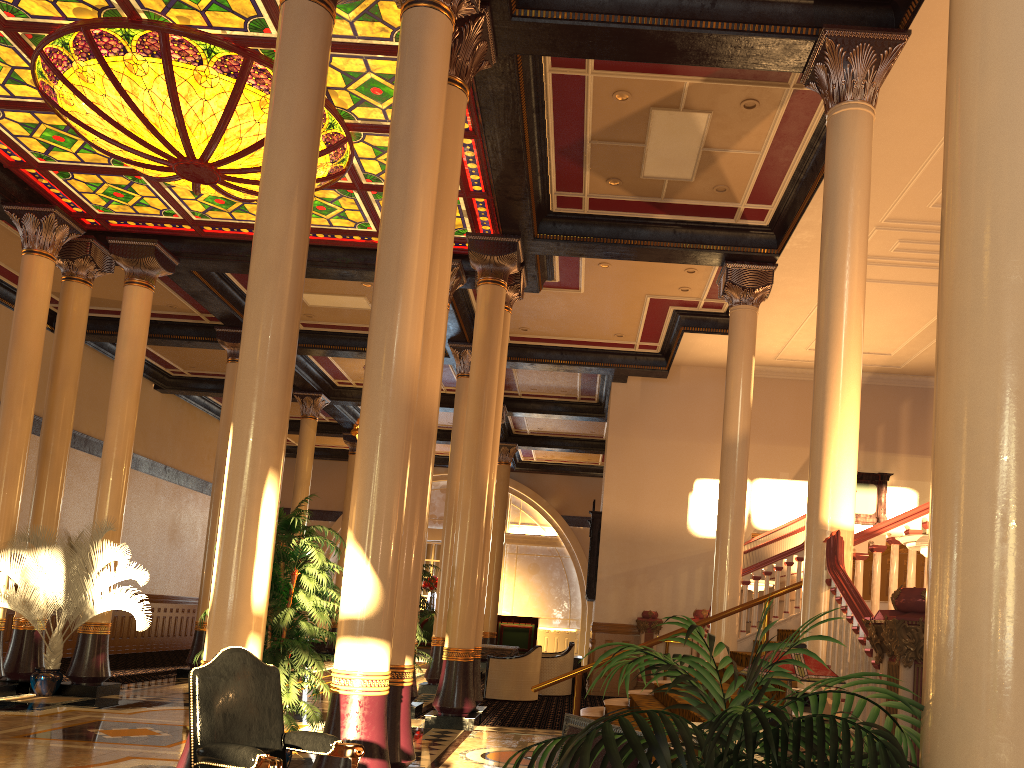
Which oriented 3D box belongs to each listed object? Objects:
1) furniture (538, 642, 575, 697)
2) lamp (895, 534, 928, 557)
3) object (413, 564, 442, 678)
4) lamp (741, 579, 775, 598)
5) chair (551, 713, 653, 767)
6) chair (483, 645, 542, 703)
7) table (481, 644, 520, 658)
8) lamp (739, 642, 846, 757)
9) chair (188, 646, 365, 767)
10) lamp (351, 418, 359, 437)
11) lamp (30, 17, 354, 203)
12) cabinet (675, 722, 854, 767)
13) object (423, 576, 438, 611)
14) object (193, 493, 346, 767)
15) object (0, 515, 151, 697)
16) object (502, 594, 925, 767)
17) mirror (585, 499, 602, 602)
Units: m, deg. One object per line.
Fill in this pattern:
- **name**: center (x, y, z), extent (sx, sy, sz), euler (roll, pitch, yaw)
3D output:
- **furniture**: center (0.735, 5.261, 16.181), extent (0.804, 0.926, 2.231), euler (3, -14, 4)
- **lamp**: center (2.740, 2.001, 5.618), extent (0.565, 1.979, 0.605), euler (2, -7, 21)
- **object**: center (-1.409, 2.952, 10.392), extent (1.052, 2.115, 1.084), euler (5, -8, -9)
- **lamp**: center (3.135, 3.578, 11.364), extent (0.596, 1.979, 0.575), euler (6, -7, -15)
- **chair**: center (0.068, 1.750, 3.291), extent (0.671, 0.904, 0.670), euler (9, -10, -27)
- **chair**: center (0.072, 4.690, 14.164), extent (0.749, 0.897, 1.004), euler (0, -11, 23)
- **table**: center (-0.488, 5.096, 15.618), extent (1.102, 0.759, 1.682), euler (3, -13, 3)
- **lamp**: center (1.056, 1.197, 3.314), extent (0.319, 0.412, 0.325), euler (4, -9, -1)
- **chair**: center (-1.045, 1.753, 3.899), extent (0.727, 1.080, 0.772), euler (1, -9, 17)
- **lamp**: center (-2.647, 0.679, 17.757), extent (1.196, 1.875, 1.208), euler (5, -8, -3)
- **lamp**: center (-3.159, -2.418, 8.812), extent (2.994, 0.591, 3.078), euler (4, -15, 0)
- **cabinet**: center (0.985, 1.916, 3.585), extent (0.547, 0.849, 1.293), euler (3, -12, 4)
- **object**: center (1.505, 0.833, 11.121), extent (0.686, 4.205, 29.925), euler (6, -15, -13)
- **object**: center (-1.668, 1.823, 6.285), extent (1.135, 2.115, 1.002), euler (10, -10, -38)
- **object**: center (-5.309, 2.718, 10.690), extent (1.809, 2.234, 2.135), euler (3, -10, 6)
- **object**: center (0.550, 1.242, 2.258), extent (1.094, 1.412, 1.045), euler (-1, -10, 31)
- **mirror**: center (1.577, 3.262, 17.114), extent (0.254, 1.952, 1.825), euler (4, -10, 5)
